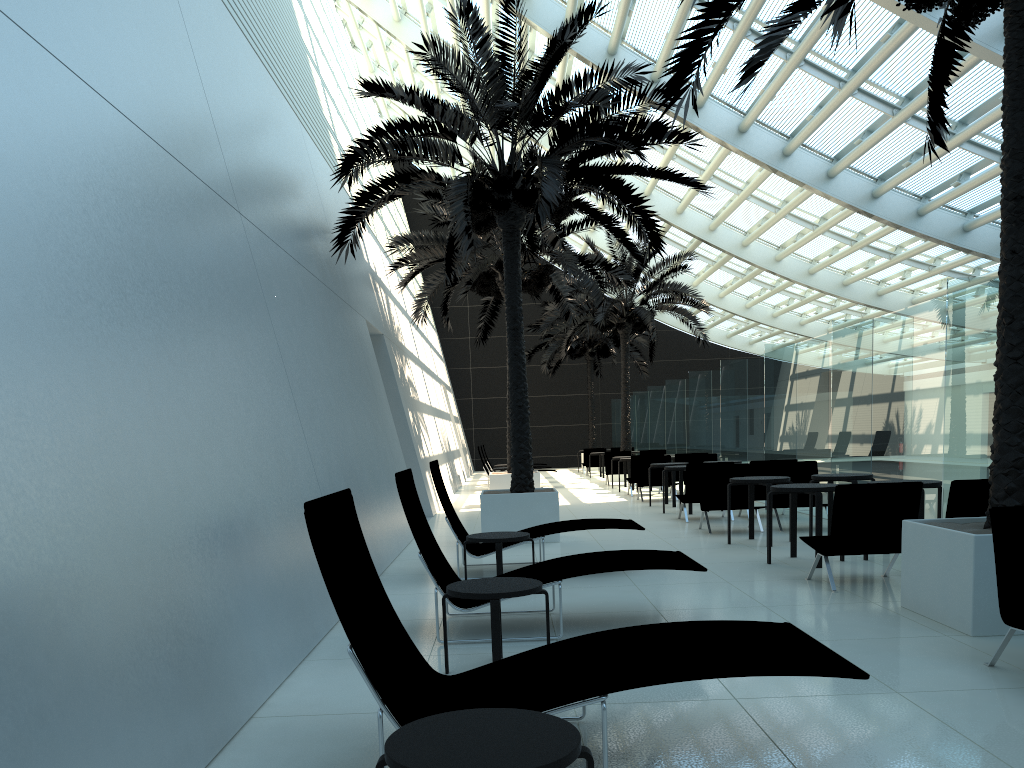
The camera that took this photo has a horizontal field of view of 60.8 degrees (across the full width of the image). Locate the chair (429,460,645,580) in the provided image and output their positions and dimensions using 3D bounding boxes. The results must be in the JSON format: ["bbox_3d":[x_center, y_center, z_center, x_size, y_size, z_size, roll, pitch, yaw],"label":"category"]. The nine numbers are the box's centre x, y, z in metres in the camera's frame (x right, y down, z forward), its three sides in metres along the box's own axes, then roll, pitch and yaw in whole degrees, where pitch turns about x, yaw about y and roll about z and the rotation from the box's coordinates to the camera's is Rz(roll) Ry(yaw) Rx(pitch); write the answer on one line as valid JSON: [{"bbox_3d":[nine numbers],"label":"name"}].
[{"bbox_3d":[0.251,1.307,8.769,2.036,1.170,0.913,-2,3,0],"label":"chair"}]

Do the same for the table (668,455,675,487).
[{"bbox_3d":[3.812,2.149,21.549,0.680,0.788,0.673,0,3,38],"label":"table"}]

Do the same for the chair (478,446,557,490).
[{"bbox_3d":[0.145,2.176,22.960,2.036,1.170,0.913,-2,3,0],"label":"chair"}]

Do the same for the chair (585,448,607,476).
[{"bbox_3d":[2.796,2.555,28.507,0.716,0.896,0.880,-2,2,0],"label":"chair"}]

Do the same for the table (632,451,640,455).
[{"bbox_3d":[3.770,2.496,27.214,0.680,0.788,0.673,0,3,38],"label":"table"}]

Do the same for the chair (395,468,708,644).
[{"bbox_3d":[0.270,1.149,6.198,2.036,1.170,0.913,-2,3,0],"label":"chair"}]

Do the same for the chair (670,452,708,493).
[{"bbox_3d":[3.814,1.933,18.935,0.716,0.896,0.880,-2,2,0],"label":"chair"}]

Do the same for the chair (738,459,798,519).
[{"bbox_3d":[3.856,1.588,13.294,0.716,0.896,0.880,-2,2,0],"label":"chair"}]

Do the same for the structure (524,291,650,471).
[{"bbox_3d":[3.106,-0.254,32.779,4.439,7.089,4.777,-4,4,-22],"label":"structure"}]

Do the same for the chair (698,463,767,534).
[{"bbox_3d":[2.922,1.519,11.582,0.716,0.896,0.880,-2,2,0],"label":"chair"}]

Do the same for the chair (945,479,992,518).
[{"bbox_3d":[3.899,1.233,7.502,0.716,0.896,0.880,-2,2,0],"label":"chair"}]

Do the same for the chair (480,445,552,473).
[{"bbox_3d":[0.126,2.333,25.531,2.036,1.170,0.913,-2,3,0],"label":"chair"}]

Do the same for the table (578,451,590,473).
[{"bbox_3d":[2.761,2.788,31.387,0.674,0.788,0.678,-5,3,-43],"label":"table"}]

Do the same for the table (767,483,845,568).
[{"bbox_3d":[2.930,1.398,8.682,0.679,0.788,0.674,0,3,42],"label":"table"}]

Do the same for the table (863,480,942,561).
[{"bbox_3d":[3.899,1.361,8.685,0.679,0.788,0.674,0,3,42],"label":"table"}]

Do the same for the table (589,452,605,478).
[{"bbox_3d":[2.801,2.532,27.211,0.680,0.788,0.673,0,3,38],"label":"table"}]

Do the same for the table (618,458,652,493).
[{"bbox_3d":[2.845,2.098,20.115,0.679,0.788,0.674,0,3,42],"label":"table"}]

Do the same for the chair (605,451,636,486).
[{"bbox_3d":[2.838,2.207,22.817,0.716,0.896,0.880,-2,2,0],"label":"chair"}]

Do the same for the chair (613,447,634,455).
[{"bbox_3d":[3.728,2.520,28.509,0.716,0.896,0.880,-2,2,0],"label":"chair"}]

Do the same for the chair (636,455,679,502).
[{"bbox_3d":[2.880,1.865,17.236,0.716,0.896,0.880,-2,2,0],"label":"chair"}]

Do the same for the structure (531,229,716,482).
[{"bbox_3d":[3.141,-0.751,24.636,4.818,7.091,4.398,-3,4,-7],"label":"structure"}]

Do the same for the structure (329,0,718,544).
[{"bbox_3d":[0.092,-1.361,11.218,4.623,6.903,4.248,-4,4,-22],"label":"structure"}]

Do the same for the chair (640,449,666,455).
[{"bbox_3d":[3.770,2.171,22.819,0.716,0.896,0.880,-2,2,0],"label":"chair"}]

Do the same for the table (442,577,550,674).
[{"bbox_3d":[-0.092,1.421,5.074,0.554,0.522,0.549,-1,2,42],"label":"table"}]

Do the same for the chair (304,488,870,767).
[{"bbox_3d":[0.289,0.992,3.626,2.036,1.170,0.913,-2,3,0],"label":"chair"}]

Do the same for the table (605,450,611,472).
[{"bbox_3d":[3.730,2.752,31.389,0.674,0.788,0.678,-5,3,-43],"label":"table"}]

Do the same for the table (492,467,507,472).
[{"bbox_3d":[-0.236,2.605,24.407,0.554,0.522,0.549,-1,2,42],"label":"table"}]

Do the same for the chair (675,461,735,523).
[{"bbox_3d":[2.924,1.623,13.291,0.716,0.896,0.880,-2,2,0],"label":"chair"}]

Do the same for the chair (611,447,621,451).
[{"bbox_3d":[3.730,2.623,30.206,0.716,0.896,0.880,-2,2,0],"label":"chair"}]

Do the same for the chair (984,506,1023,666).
[{"bbox_3d":[2.976,1.077,4.374,0.716,0.896,0.880,-2,2,0],"label":"chair"}]

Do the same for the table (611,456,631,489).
[{"bbox_3d":[2.843,2.185,21.546,0.680,0.788,0.673,0,3,38],"label":"table"}]

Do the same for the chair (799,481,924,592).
[{"bbox_3d":[2.967,1.268,7.499,0.716,0.896,0.880,-2,2,0],"label":"chair"}]

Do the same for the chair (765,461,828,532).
[{"bbox_3d":[3.854,1.483,11.585,0.716,0.896,0.880,-2,2,0],"label":"chair"}]

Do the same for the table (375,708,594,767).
[{"bbox_3d":[-0.073,1.264,2.502,0.554,0.522,0.549,-1,2,42],"label":"table"}]

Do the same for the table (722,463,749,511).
[{"bbox_3d":[3.856,1.716,14.477,0.679,0.788,0.674,0,3,42],"label":"table"}]

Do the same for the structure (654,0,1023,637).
[{"bbox_3d":[3.288,-1.923,5.498,4.826,7.091,4.391,-1,4,18],"label":"structure"}]

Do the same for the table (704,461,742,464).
[{"bbox_3d":[3.854,1.806,15.942,0.680,0.788,0.673,0,3,38],"label":"table"}]

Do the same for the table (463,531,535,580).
[{"bbox_3d":[-0.111,1.579,7.645,0.554,0.522,0.549,-1,2,42],"label":"table"}]

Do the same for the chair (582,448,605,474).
[{"bbox_3d":[2.798,2.658,30.204,0.716,0.896,0.880,-2,2,0],"label":"chair"}]

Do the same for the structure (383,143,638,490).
[{"bbox_3d":[-0.159,-1.016,17.213,4.287,6.964,4.583,1,5,33],"label":"structure"}]

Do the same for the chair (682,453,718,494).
[{"bbox_3d":[3.812,1.830,17.238,0.716,0.896,0.880,-2,2,0],"label":"chair"}]

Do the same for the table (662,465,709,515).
[{"bbox_3d":[2.887,1.753,14.474,0.679,0.788,0.674,0,3,42],"label":"table"}]

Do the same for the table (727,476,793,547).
[{"bbox_3d":[2.927,1.497,10.299,0.680,0.788,0.673,0,3,38],"label":"table"}]

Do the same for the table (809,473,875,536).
[{"bbox_3d":[3.896,1.460,10.301,0.680,0.788,0.673,0,3,38],"label":"table"}]

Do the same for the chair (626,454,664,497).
[{"bbox_3d":[2.882,1.968,18.932,0.716,0.896,0.880,-2,2,0],"label":"chair"}]

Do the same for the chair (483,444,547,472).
[{"bbox_3d":[0.106,2.496,28.183,2.036,1.170,0.913,-2,3,0],"label":"chair"}]

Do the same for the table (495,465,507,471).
[{"bbox_3d":[-0.256,2.768,27.059,0.554,0.522,0.549,-1,2,42],"label":"table"}]

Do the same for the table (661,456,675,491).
[{"bbox_3d":[3.814,2.062,20.118,0.679,0.788,0.674,0,3,42],"label":"table"}]

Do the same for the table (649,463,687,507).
[{"bbox_3d":[2.885,1.842,15.940,0.680,0.788,0.673,0,3,38],"label":"table"}]
